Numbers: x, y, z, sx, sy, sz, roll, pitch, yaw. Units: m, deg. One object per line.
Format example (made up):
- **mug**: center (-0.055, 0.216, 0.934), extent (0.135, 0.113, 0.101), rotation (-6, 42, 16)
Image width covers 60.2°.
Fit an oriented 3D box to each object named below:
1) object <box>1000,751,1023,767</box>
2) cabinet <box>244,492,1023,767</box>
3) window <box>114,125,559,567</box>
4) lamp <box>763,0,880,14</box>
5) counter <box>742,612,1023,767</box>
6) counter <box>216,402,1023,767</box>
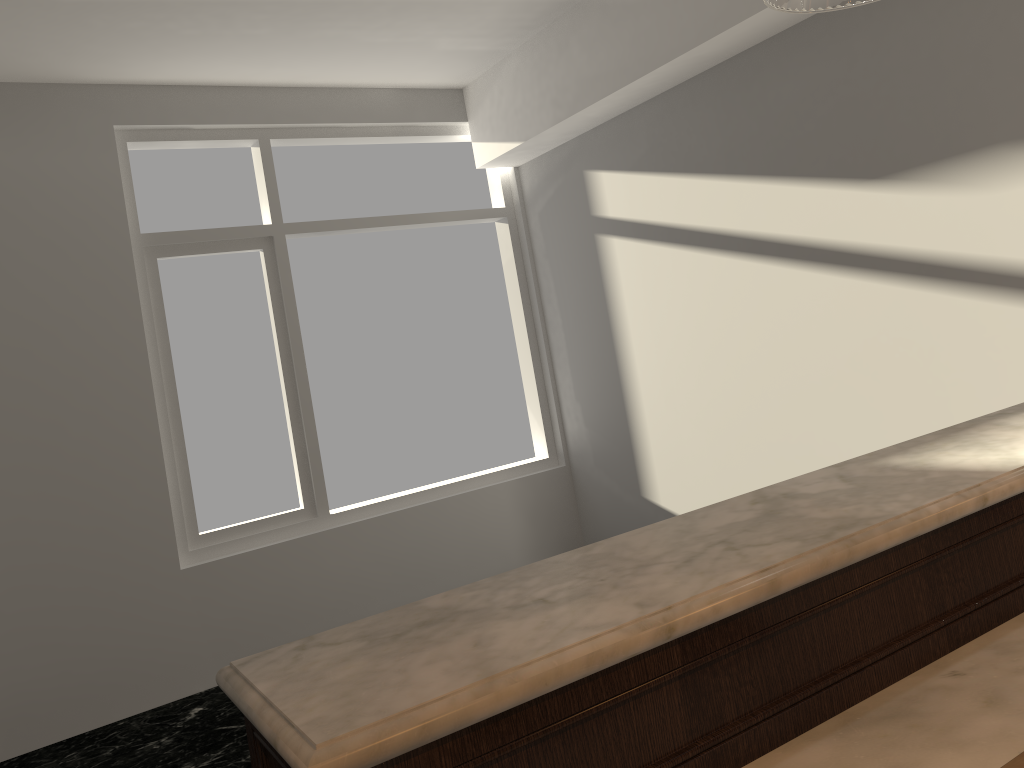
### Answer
- **object**: center (0.455, 0.360, 0.578), extent (0.671, 0.021, 0.382), rotation (-11, 3, -31)
- **cabinet**: center (0.996, 0.158, 1.551), extent (2.855, 0.153, 0.290), rotation (-11, 2, -31)
- **window**: center (-0.899, -0.378, 5.061), extent (2.326, 2.211, 0.151), rotation (-10, -2, -32)
- **lamp**: center (0.445, -0.967, 1.249), extent (0.319, 0.787, 0.315), rotation (-9, -2, -17)
- **counter**: center (1.190, 0.232, 1.235), extent (2.888, 0.032, 1.045), rotation (-11, 3, -31)
- **counter**: center (0.971, 0.069, 1.551), extent (2.873, 0.032, 0.325), rotation (-11, 3, -31)
